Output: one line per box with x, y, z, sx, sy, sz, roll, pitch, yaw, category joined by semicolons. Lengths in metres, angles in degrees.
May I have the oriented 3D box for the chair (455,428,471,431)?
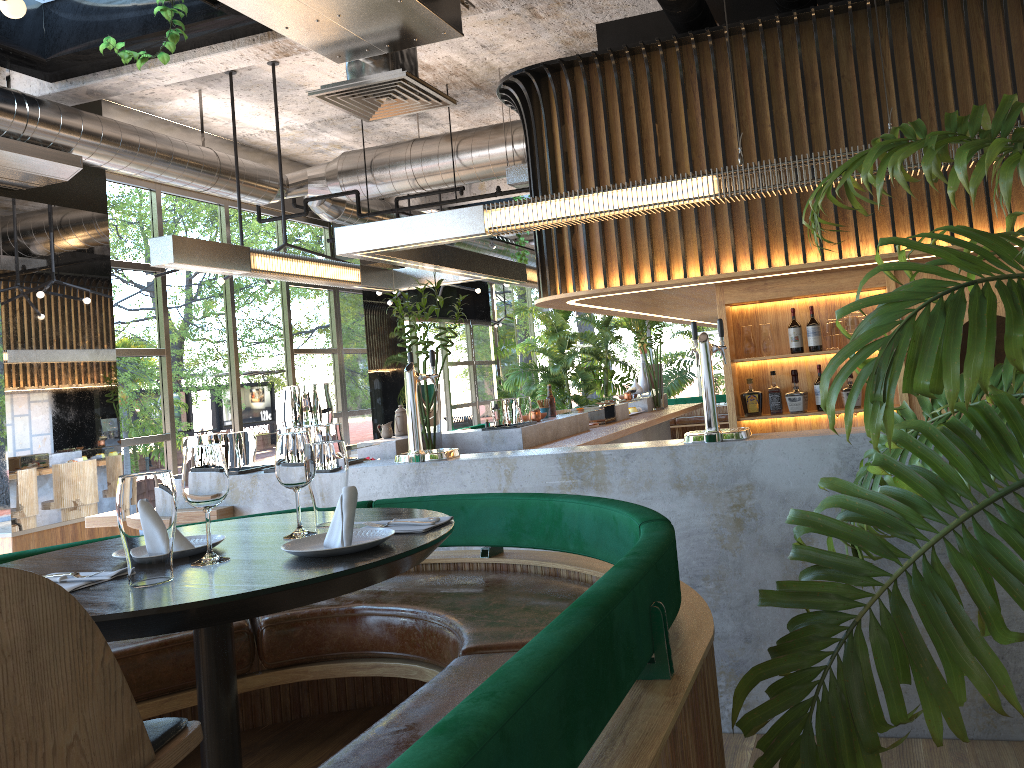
-0.225;0.898;8.411;0.566;0.972;0.527;-4;-3;-20;chair

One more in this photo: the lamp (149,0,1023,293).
1.368;-2.010;7.534;4.861;2.138;6.892;-5;0;15;lamp

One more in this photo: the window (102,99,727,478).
-1.226;-1.641;9.130;4.016;6.510;20.946;-6;0;22;window

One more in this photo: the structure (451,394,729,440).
0.020;0.733;8.652;5.850;1.553;20.692;-5;0;22;structure

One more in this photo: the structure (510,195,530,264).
0.918;-2.710;14.160;1.483;1.520;2.061;-4;-2;-41;structure

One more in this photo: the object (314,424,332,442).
-0.934;0.308;4.399;0.105;0.210;0.106;-5;-3;5;object

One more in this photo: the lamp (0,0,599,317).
0.060;-2.041;8.999;4.934;1.828;19.446;-5;0;22;lamp

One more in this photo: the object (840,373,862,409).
2.165;0.016;5.675;0.122;0.280;0.124;-6;-3;8;object

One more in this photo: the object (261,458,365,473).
-0.998;0.411;4.488;0.424;0.019;0.280;-5;0;19;object

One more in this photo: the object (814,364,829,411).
1.986;0.022;5.702;0.089;0.299;0.083;-4;-4;-21;object

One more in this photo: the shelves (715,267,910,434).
1.977;0.308;5.700;1.078;2.062;0.288;-6;-4;17;shelves

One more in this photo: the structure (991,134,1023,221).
2.242;-0.355;2.686;1.316;2.987;1.556;-7;-3;28;structure

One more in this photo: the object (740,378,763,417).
1.570;0.087;5.821;0.150;0.249;0.095;-5;-3;7;object

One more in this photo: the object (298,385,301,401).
-1.081;0.111;4.570;0.105;0.210;0.106;-5;-3;5;object

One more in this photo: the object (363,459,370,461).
-0.985;0.521;5.764;0.129;0.074;0.204;-6;0;21;object

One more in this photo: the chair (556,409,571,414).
0.676;0.802;10.685;0.524;0.972;0.569;-7;-3;30;chair

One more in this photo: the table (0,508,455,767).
-0.653;0.753;1.981;1.092;0.753;1.106;-5;-1;6;table

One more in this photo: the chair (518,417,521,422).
0.364;0.835;9.911;0.554;0.972;0.539;-5;-3;-5;chair

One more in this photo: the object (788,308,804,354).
1.831;-0.344;5.743;0.089;0.300;0.083;-4;-4;-21;object

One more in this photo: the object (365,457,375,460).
-0.969;0.522;5.900;0.177;0.081;0.138;-5;-1;12;object

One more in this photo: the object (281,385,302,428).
-1.112;0.115;4.481;0.105;0.210;0.106;-5;-3;5;object

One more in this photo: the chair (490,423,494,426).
0.091;0.865;9.189;0.519;0.972;0.574;-8;-4;43;chair

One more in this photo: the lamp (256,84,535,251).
0.769;-2.290;13.406;3.681;1.535;10.306;-5;0;19;lamp

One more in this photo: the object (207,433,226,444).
-1.528;0.365;4.630;0.100;0.210;0.110;-7;-4;35;object

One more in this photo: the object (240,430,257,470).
-1.392;0.352;4.655;0.103;0.210;0.107;-6;-3;15;object

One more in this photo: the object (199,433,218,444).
-1.605;0.372;4.718;0.100;0.210;0.110;-7;-4;35;object

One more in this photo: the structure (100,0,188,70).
-2.747;-2.028;4.266;3.121;2.354;1.529;-4;-2;-34;structure

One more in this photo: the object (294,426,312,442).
-1.045;0.318;4.441;0.105;0.210;0.106;-5;-3;5;object

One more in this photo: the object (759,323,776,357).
1.651;-0.285;5.757;0.110;0.210;0.100;-3;-4;-35;object

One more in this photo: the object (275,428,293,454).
-1.142;0.327;4.482;0.103;0.210;0.107;-6;-3;15;object

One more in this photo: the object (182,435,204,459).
-1.658;0.377;4.618;0.100;0.210;0.110;-7;-4;35;object

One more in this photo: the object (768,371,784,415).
1.712;0.056;5.779;0.081;0.283;0.085;-6;-4;20;object

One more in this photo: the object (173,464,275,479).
-1.505;0.459;4.648;0.424;0.019;0.280;-5;0;19;object

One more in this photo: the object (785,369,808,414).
1.834;0.047;5.726;0.118;0.280;0.129;-7;-4;33;object

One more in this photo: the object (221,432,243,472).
-1.430;0.356;4.543;0.103;0.210;0.107;-6;-3;15;object

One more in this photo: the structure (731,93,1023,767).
1.708;-0.438;2.392;2.003;3.142;3.015;-7;-2;32;structure

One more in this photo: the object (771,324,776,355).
1.681;-0.289;5.845;0.110;0.210;0.100;-3;-4;-35;object

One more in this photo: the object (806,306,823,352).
1.932;-0.353;5.686;0.089;0.299;0.083;-4;-4;-21;object

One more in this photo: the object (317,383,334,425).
-0.970;0.101;4.545;0.105;0.210;0.106;-5;-3;5;object

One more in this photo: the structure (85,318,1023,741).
1.883;0.472;7.114;5.670;1.734;7.330;-5;0;20;structure

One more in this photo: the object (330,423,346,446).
-0.900;0.304;4.514;0.105;0.210;0.106;-5;-3;5;object

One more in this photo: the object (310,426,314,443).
-1.010;0.315;4.547;0.105;0.210;0.106;-5;-3;5;object

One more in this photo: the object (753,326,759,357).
1.577;-0.279;5.890;0.110;0.210;0.100;-3;-4;-35;object

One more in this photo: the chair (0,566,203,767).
-0.789;0.687;1.288;0.499;0.926;0.554;-5;-3;0;chair

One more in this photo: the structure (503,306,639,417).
1.096;-0.295;15.578;2.414;3.446;2.683;-5;-2;5;structure

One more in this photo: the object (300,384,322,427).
-1.008;0.105;4.436;0.105;0.210;0.106;-5;-3;5;object

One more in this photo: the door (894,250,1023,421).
3.192;0.185;7.369;2.091;2.059;4.213;-6;-1;21;door
